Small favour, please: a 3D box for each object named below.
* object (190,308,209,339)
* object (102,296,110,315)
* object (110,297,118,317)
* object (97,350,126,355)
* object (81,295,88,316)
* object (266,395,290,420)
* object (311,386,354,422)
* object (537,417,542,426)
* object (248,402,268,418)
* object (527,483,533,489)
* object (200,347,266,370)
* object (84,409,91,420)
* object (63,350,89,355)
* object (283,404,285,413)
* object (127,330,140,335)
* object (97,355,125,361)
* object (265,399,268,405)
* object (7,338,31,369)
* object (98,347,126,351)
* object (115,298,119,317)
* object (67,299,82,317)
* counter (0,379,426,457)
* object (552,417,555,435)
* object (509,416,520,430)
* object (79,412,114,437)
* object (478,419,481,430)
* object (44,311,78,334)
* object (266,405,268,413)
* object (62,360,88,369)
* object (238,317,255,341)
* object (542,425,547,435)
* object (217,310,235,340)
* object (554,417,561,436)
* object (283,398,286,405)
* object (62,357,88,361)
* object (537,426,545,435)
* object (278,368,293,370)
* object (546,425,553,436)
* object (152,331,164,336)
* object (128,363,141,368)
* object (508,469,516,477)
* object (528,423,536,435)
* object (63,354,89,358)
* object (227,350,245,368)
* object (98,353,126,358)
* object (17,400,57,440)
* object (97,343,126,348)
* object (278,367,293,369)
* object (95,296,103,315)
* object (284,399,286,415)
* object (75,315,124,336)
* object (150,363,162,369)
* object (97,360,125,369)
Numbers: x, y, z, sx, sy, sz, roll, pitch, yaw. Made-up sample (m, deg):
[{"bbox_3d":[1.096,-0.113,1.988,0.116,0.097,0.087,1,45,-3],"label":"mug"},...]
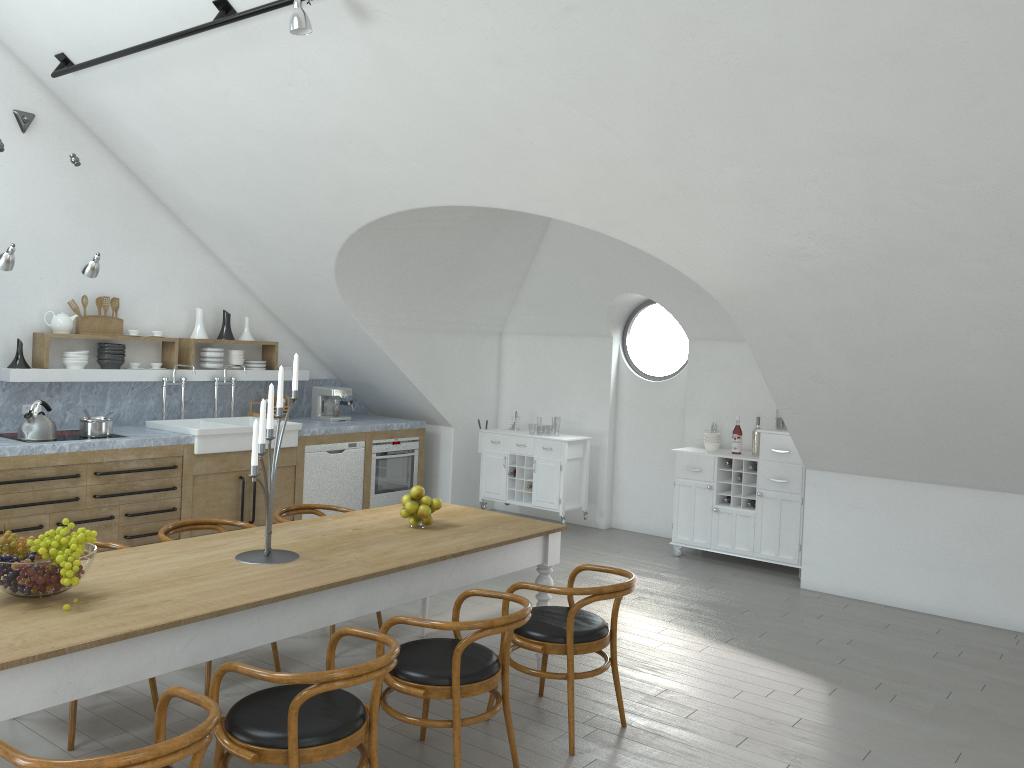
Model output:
[{"bbox_3d":[-2.706,-0.525,7.689,0.156,0.268,0.156,3,1,26],"label":"object"},{"bbox_3d":[-3.222,-0.544,7.022,0.019,0.299,0.057,3,1,37],"label":"object"},{"bbox_3d":[-3.186,-0.544,7.074,0.039,0.298,0.067,3,1,37],"label":"object"},{"bbox_3d":[-3.185,-0.231,7.047,0.206,0.072,0.205,3,2,25],"label":"object"},{"bbox_3d":[-3.331,-0.545,6.912,0.027,0.299,0.055,3,1,37],"label":"object"},{"bbox_3d":[-2.204,0.221,8.331,0.104,0.223,0.200,3,2,37],"label":"object"},{"bbox_3d":[-1.673,0.194,8.504,0.387,0.320,0.324,4,2,37],"label":"object"},{"bbox_3d":[0.262,0.405,8.566,0.048,0.169,0.048,3,1,25],"label":"object"},{"bbox_3d":[-2.331,0.249,8.148,0.100,0.171,0.173,3,2,39],"label":"object"},{"bbox_3d":[0.244,0.977,8.513,0.082,0.083,0.317,4,3,37],"label":"object"},{"bbox_3d":[-2.495,-0.223,7.957,0.198,0.196,0.657,4,3,37],"label":"object"},{"bbox_3d":[-3.073,0.278,6.477,0.236,0.167,0.051,4,1,32],"label":"object"},{"bbox_3d":[-3.356,-0.223,6.823,0.180,0.076,0.181,2,2,-15],"label":"object"},{"bbox_3d":[-2.152,0.233,8.352,0.018,0.196,0.020,2,1,-31],"label":"object"},{"bbox_3d":[-3.078,-0.415,7.212,0.098,0.048,0.098,4,3,35],"label":"object"},{"bbox_3d":[-3.189,-0.181,7.045,0.205,0.086,0.205,2,2,-15],"label":"object"},{"bbox_3d":[-2.261,0.233,8.156,0.040,0.192,0.042,2,1,-16],"label":"object"},{"bbox_3d":[-3.617,-0.226,6.512,0.156,0.218,0.156,3,1,19],"label":"object"},{"bbox_3d":[-3.185,-0.256,7.051,0.205,0.084,0.206,1,2,-25],"label":"object"},{"bbox_3d":[-3.177,-0.545,7.115,0.030,0.294,0.057,3,1,37],"label":"object"},{"bbox_3d":[-3.352,-0.527,6.881,0.199,0.259,0.016,1,1,-42],"label":"object"},{"bbox_3d":[-3.124,0.120,6.581,0.962,0.619,6.574,4,3,37],"label":"counter"},{"bbox_3d":[0.406,0.407,8.536,0.054,0.179,0.054,3,1,14],"label":"object"},{"bbox_3d":[0.028,0.398,8.942,0.101,0.137,0.067,3,1,37],"label":"object"},{"bbox_3d":[-2.999,0.306,6.521,0.232,0.170,0.394,3,2,17],"label":"object"},{"bbox_3d":[-0.304,0.487,8.887,0.088,0.268,0.029,3,1,11],"label":"object"},{"bbox_3d":[-3.435,-0.468,6.750,0.174,0.169,0.168,3,2,21],"label":"object"},{"bbox_3d":[-2.260,0.245,8.171,0.044,0.178,0.019,3,1,22],"label":"object"},{"bbox_3d":[-3.362,-0.148,6.821,0.181,0.063,0.181,1,3,-30],"label":"object"},{"bbox_3d":[-2.417,-0.505,8.081,0.156,0.218,0.156,3,1,19],"label":"object"},{"bbox_3d":[0.336,0.446,8.573,0.094,0.093,0.093,3,2,25],"label":"object"},{"bbox_3d":[-2.544,-0.527,7.896,0.156,0.268,0.156,3,2,42],"label":"object"},{"bbox_3d":[0.432,0.407,8.478,0.063,0.187,0.063,3,1,22],"label":"object"},{"bbox_3d":[-2.153,0.230,8.335,0.040,0.192,0.042,2,1,-3],"label":"object"},{"bbox_3d":[-3.361,-0.171,6.820,0.181,0.065,0.181,2,2,-15],"label":"object"},{"bbox_3d":[0.277,0.450,8.503,0.077,0.085,0.077,3,2,25],"label":"object"},{"bbox_3d":[-2.147,-0.138,8.438,0.213,0.025,0.213,4,3,25],"label":"object"},{"bbox_3d":[0.358,0.448,8.484,0.071,0.098,0.071,2,1,-30],"label":"object"},{"bbox_3d":[-2.948,-0.417,7.383,0.098,0.048,0.098,4,3,35],"label":"object"},{"bbox_3d":[-3.080,-0.148,7.228,0.098,0.048,0.098,4,3,35],"label":"object"},{"bbox_3d":[0.068,0.863,8.602,0.082,0.085,0.317,4,3,38],"label":"object"},{"bbox_3d":[0.193,0.436,8.521,0.081,0.105,0.082,1,2,-40],"label":"object"},{"bbox_3d":[-3.358,-0.194,6.822,0.181,0.069,0.181,1,3,-35],"label":"object"},{"bbox_3d":[-2.475,-0.224,7.943,0.158,0.160,0.154,2,2,-25],"label":"object"},{"bbox_3d":[-3.182,-0.208,7.044,0.205,0.086,0.205,2,2,-10],"label":"object"},{"bbox_3d":[-3.282,0.244,6.136,0.246,0.267,0.246,1,2,-43],"label":"object"},{"bbox_3d":[-3.186,-0.284,7.051,0.205,0.080,0.205,4,3,40],"label":"object"},{"bbox_3d":[-2.147,-0.147,8.438,0.213,0.025,0.213,4,3,25],"label":"object"},{"bbox_3d":[-3.259,-0.545,7.007,0.040,0.299,0.061,3,1,35],"label":"object"},{"bbox_3d":[-2.149,0.233,8.362,0.019,0.196,0.022,3,1,38],"label":"object"},{"bbox_3d":[-3.255,-0.466,7.001,0.084,0.157,0.353,3,2,37],"label":"object"},{"bbox_3d":[-2.964,-0.149,7.381,0.098,0.048,0.098,4,3,35],"label":"object"},{"bbox_3d":[-3.190,-0.155,7.046,0.206,0.072,0.205,3,2,25],"label":"object"}]
